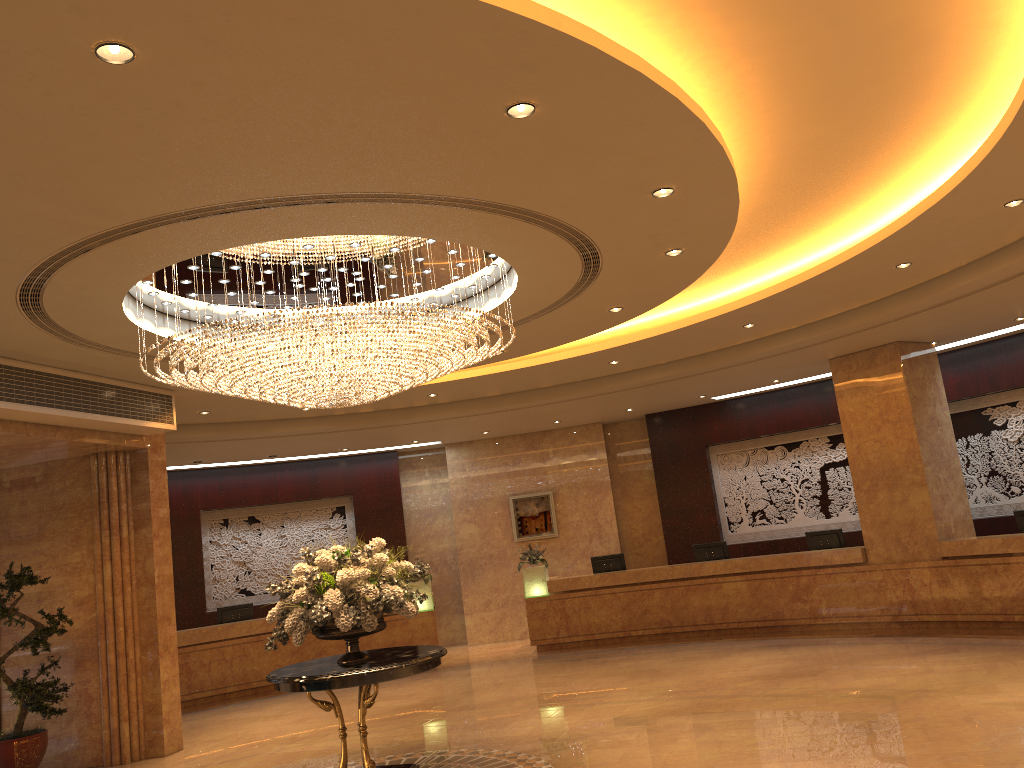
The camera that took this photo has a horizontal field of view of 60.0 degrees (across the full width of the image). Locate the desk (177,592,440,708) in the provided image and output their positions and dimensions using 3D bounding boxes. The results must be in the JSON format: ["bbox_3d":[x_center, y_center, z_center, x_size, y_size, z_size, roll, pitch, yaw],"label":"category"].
[{"bbox_3d":[-3.691,4.504,15.113,5.227,1.155,1.570,-4,-11,-20],"label":"desk"}]

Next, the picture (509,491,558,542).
[{"bbox_3d":[0.423,2.616,17.508,0.875,0.890,0.068,-8,-10,6],"label":"picture"}]

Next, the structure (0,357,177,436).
[{"bbox_3d":[-4.804,0.082,8.710,0.425,0.483,4.113,-10,-10,15],"label":"structure"}]

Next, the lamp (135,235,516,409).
[{"bbox_3d":[-1.578,-0.389,7.855,3.204,1.196,3.206,0,-13,-37],"label":"lamp"}]

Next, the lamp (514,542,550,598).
[{"bbox_3d":[0.398,3.240,15.510,0.577,0.925,0.542,-10,-10,17],"label":"lamp"}]

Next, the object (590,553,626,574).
[{"bbox_3d":[1.708,3.255,15.591,0.430,0.500,0.531,0,-13,-37],"label":"object"}]

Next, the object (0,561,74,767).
[{"bbox_3d":[-5.312,3.093,9.443,1.250,2.363,0.843,-7,-10,-4],"label":"object"}]

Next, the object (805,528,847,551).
[{"bbox_3d":[4.926,2.536,13.884,0.430,0.500,0.531,-5,-10,-13],"label":"object"}]

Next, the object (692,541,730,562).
[{"bbox_3d":[3.362,2.923,14.928,0.430,0.500,0.531,-3,-11,-24],"label":"object"}]

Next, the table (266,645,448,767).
[{"bbox_3d":[-1.216,2.832,7.300,1.493,1.089,1.493,-9,-10,8],"label":"table"}]

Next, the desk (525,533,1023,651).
[{"bbox_3d":[5.131,2.816,12.022,3.466,1.155,12.951,1,-13,-40],"label":"desk"}]

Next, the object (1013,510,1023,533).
[{"bbox_3d":[6.850,1.867,11.504,0.430,0.500,0.531,-9,-10,11],"label":"object"}]

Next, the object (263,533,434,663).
[{"bbox_3d":[-1.358,1.821,7.514,1.318,0.999,1.277,2,-14,-43],"label":"object"}]

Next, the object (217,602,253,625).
[{"bbox_3d":[-4.685,3.999,15.034,0.531,0.500,0.430,-9,-10,7],"label":"object"}]

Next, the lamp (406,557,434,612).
[{"bbox_3d":[-1.633,3.508,15.545,0.570,0.923,0.580,-9,-10,12],"label":"lamp"}]
